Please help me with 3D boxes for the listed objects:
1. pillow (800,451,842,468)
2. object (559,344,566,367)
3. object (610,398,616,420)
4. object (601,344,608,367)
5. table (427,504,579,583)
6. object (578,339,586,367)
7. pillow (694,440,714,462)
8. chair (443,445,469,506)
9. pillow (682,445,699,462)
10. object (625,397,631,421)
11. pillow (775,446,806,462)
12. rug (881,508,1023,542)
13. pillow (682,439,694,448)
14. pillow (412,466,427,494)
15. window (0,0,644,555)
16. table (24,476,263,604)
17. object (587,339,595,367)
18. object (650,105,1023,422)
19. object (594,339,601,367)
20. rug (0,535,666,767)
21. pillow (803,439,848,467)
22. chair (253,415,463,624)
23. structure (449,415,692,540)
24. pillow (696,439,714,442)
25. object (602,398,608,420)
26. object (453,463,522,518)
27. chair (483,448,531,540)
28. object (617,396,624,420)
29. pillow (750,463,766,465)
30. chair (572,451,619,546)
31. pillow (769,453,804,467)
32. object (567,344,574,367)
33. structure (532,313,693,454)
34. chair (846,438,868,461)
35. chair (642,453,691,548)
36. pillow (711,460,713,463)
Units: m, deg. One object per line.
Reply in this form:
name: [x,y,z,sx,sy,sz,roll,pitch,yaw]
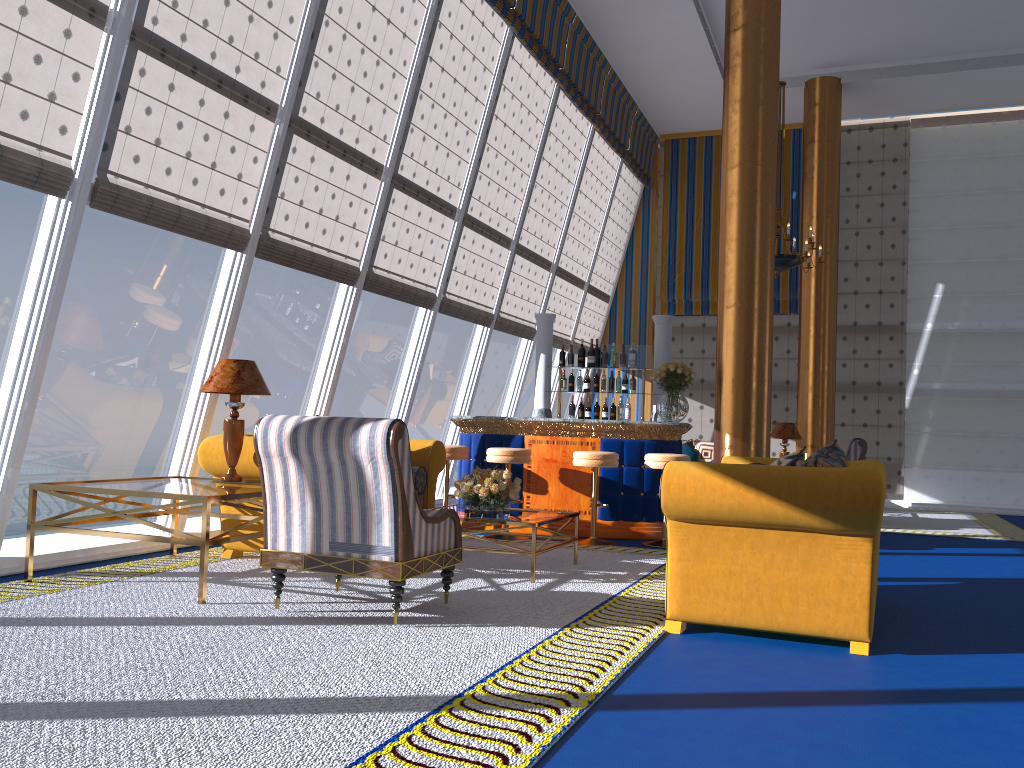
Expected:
pillow: [1.500,0.642,4.501,0.336,0.609,0.619,1,-3,26]
object: [0.536,-0.302,9.423,0.065,0.244,0.066,1,-3,25]
object: [1.057,0.269,9.254,0.065,0.244,0.065,2,-2,2]
object: [0.967,-0.292,9.273,0.077,0.247,0.076,3,-2,-15]
table: [-0.145,1.069,6.089,0.968,0.369,0.913,1,-3,21]
object: [0.735,-0.326,9.334,0.080,0.302,0.082,1,-3,27]
pillow: [2.782,1.024,12.437,0.518,0.455,0.330,1,-3,20]
chair: [-0.599,0.947,8.072,0.402,0.781,0.394,3,-3,-31]
pillow: [2.361,1.029,12.378,0.463,0.367,0.388,3,-3,-18]
object: [1.210,0.268,9.242,0.061,0.257,0.062,1,-2,22]
pillow: [1.552,0.596,5.071,0.230,0.491,0.616,1,-3,27]
rug: [3.062,1.639,11.558,6.213,0.011,3.620,1,-3,21]
pillow: [2.294,1.053,12.826,0.595,0.672,0.357,1,-3,29]
pillow: [-0.876,0.747,7.000,0.370,0.219,0.216,1,-3,21]
window: [-1.205,-1.628,7.842,1.607,5.853,15.583,1,-3,21]
table: [-1.935,0.877,5.295,1.229,0.549,1.160,1,-3,21]
object: [0.833,-0.324,9.297,0.084,0.302,0.085,1,-2,15]
object: [2.420,-6.835,6.433,62.714,33.589,63.859,1,-3,28]
object: [0.888,-0.323,9.303,0.080,0.302,0.082,0,-3,38]
rug: [-0.976,1.160,4.752,3.567,0.010,6.303,1,-3,21]
pillow: [1.713,0.646,5.059,0.351,0.672,0.606,1,-3,29]
chair: [-0.770,0.656,4.520,0.788,0.966,0.790,1,-3,21]
structure: [0.505,0.862,8.361,2.303,1.064,0.772,2,-3,10]
pillow: [2.845,1.093,12.625,0.608,0.609,0.342,1,-3,26]
object: [0.974,0.264,9.263,0.068,0.243,0.068,2,-2,2]
object: [-0.164,0.728,6.005,0.454,0.388,0.504,2,-3,2]
chair: [-0.040,0.950,7.756,0.402,0.781,0.394,3,-3,-31]
object: [1.135,0.261,9.260,0.069,0.269,0.068,3,-2,-18]
pillow: [1.263,0.622,4.984,0.393,0.367,0.457,3,-3,-18]
chair: [0.705,0.967,7.578,0.401,0.781,0.395,3,-3,-20]
pillow: [1.314,0.581,4.565,0.325,0.455,0.525,1,-3,21]
object: [0.629,-0.299,9.434,0.073,0.246,0.072,3,-2,-20]
structure: [0.757,0.359,9.450,2.301,2.195,0.773,1,-2,12]
chair: [3.779,1.111,10.491,0.778,0.966,0.800,1,-3,21]
chair: [1.329,0.992,7.641,0.399,0.781,0.397,2,-2,-8]
pillow: [2.833,1.130,12.121,0.213,0.219,0.376,1,-3,26]
